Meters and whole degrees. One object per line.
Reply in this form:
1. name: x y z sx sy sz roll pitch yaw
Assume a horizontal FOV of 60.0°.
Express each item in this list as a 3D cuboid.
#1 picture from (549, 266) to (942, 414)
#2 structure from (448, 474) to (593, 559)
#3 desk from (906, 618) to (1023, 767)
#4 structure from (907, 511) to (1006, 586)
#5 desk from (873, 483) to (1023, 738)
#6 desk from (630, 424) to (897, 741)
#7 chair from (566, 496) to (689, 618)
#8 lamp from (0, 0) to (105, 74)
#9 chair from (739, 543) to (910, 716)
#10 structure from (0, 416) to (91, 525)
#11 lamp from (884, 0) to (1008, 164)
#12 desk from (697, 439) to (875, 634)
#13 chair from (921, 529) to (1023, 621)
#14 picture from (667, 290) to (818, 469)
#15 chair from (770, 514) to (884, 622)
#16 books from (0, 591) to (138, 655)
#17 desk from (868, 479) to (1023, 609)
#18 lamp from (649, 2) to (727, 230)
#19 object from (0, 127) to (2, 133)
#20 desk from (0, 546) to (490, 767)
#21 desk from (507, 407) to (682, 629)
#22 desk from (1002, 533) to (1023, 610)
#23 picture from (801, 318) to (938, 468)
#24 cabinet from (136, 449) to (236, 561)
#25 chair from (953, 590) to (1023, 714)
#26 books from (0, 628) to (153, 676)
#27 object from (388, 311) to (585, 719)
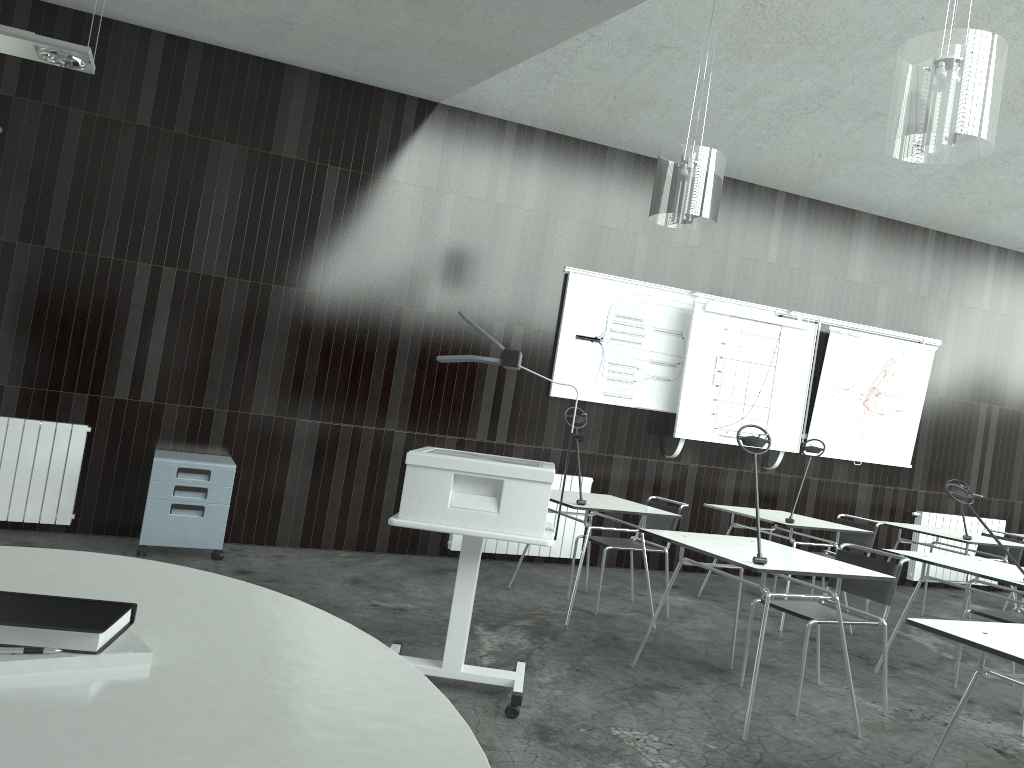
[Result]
1. picture: 2.097 -0.172 7.393 3.818 1.102 0.050 9 -2 -21
2. structure: 0.051 1.060 6.607 1.129 0.688 0.079 9 -2 -21
3. desk: 1.655 0.901 2.377 0.700 1.321 0.900 9 -2 -20
4. structure: 4.092 1.693 8.186 1.129 0.688 0.079 9 -2 -21
5. desk: 2.398 1.161 4.364 0.700 1.153 0.900 9 -2 -21
6. desk: 1.067 0.869 3.867 0.700 1.321 0.900 9 -2 -21
7. chair: 0.714 1.152 5.459 0.555 0.765 0.428 9 -2 -23
8. lamp: -1.463 -3.024 2.991 0.600 3.595 0.212 9 -2 -21
9. chair: 1.415 1.202 4.010 0.555 0.765 0.428 9 -2 -24
10. structure: -3.202 0.550 5.337 1.129 0.688 0.079 9 -2 -21
11. lamp: 1.684 -2.074 3.208 0.359 2.307 0.350 9 -2 -21
12. desk: 1.814 1.047 5.919 0.700 1.321 0.900 9 -2 -23
13. chair: 3.403 1.573 6.506 0.555 0.765 0.428 9 -2 -19
14. picture: 1.852 -0.018 7.187 1.191 1.508 0.254 9 -2 -21
15. chair: 2.158 1.380 6.071 0.555 0.765 0.428 9 -2 -23
16. books: -0.605 0.342 1.156 0.183 0.032 0.164 8 -2 -8
17. desk: 3.160 1.341 6.394 0.700 1.153 0.900 9 -2 -21
18. lamp: 1.035 -1.836 4.773 0.359 1.761 0.350 9 -2 -21
19. object: -2.954 -0.358 3.757 0.673 2.602 2.051 8 -2 3
20. desk: -0.580 0.789 1.010 0.910 0.818 1.600 9 -2 -26
21. desk: 0.485 0.837 5.347 0.700 1.321 0.900 9 -2 -22
22. desk: 4.496 1.552 6.955 0.700 1.153 0.900 9 -2 -22
23. picture: 3.117 0.122 7.721 1.211 1.342 0.163 9 -2 -21
24. cabinet: -2.024 0.827 5.527 0.502 0.648 0.598 9 -2 -22
25. chair: 2.639 1.395 4.506 0.555 0.765 0.428 9 -2 -25
26. books: -0.638 0.362 1.120 0.297 0.021 0.210 10 -2 -38
27. object: -0.099 0.530 3.527 0.680 1.639 0.559 8 -2 3
